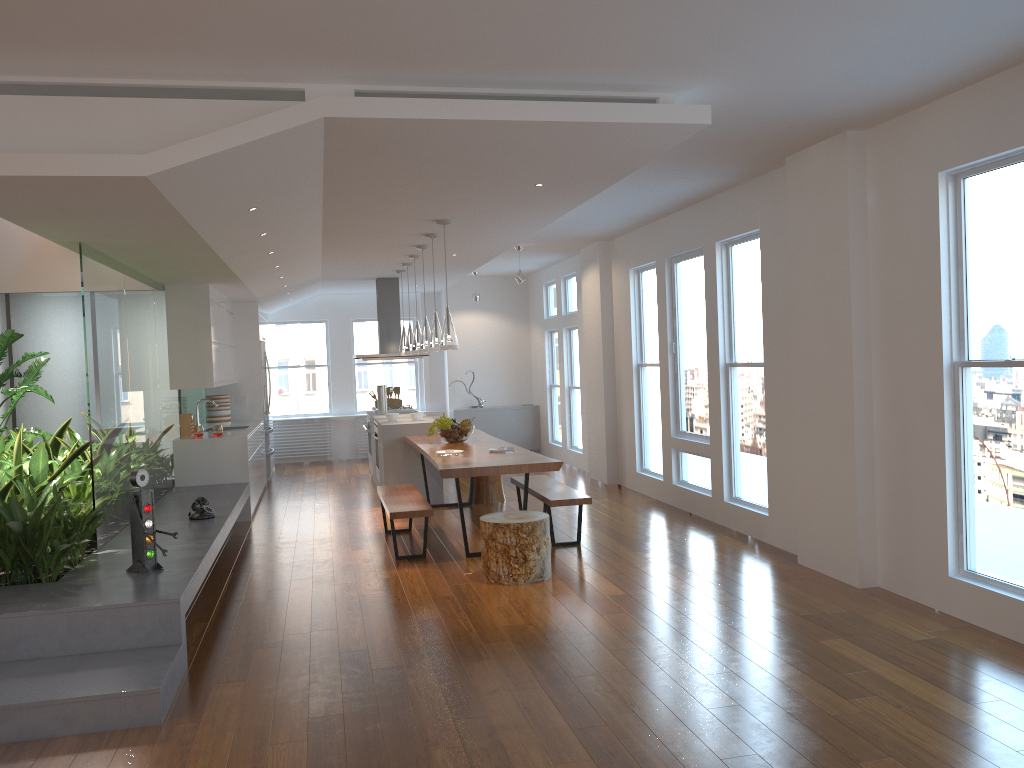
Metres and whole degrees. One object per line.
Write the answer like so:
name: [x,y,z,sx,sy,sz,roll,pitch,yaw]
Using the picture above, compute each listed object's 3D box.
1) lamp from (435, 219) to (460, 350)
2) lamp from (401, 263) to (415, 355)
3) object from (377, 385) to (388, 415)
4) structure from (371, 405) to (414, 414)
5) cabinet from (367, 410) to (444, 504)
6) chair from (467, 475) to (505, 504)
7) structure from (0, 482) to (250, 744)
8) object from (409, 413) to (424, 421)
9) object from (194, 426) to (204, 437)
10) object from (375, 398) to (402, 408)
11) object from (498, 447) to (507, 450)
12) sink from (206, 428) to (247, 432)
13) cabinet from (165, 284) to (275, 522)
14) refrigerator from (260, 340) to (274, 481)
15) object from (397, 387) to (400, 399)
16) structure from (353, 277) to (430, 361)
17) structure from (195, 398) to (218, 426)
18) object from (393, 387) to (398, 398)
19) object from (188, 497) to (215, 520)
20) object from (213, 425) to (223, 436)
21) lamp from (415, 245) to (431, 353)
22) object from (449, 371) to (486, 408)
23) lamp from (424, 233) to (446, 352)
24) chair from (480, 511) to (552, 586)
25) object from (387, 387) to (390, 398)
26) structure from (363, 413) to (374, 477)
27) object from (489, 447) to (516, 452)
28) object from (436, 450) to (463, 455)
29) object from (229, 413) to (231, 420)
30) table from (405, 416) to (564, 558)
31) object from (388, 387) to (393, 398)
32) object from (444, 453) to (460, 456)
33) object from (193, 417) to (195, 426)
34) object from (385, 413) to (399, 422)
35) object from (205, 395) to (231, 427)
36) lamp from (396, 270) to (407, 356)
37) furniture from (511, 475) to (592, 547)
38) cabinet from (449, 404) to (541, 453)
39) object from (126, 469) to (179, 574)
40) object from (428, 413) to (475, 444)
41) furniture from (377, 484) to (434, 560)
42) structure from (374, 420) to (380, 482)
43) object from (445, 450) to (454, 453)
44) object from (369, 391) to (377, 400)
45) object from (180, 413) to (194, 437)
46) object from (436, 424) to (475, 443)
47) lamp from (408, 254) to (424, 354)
lamp: [-0.503,-0.793,6.805,0.160,1.060,0.160,-2,2,15]
lamp: [-1.116,-0.849,9.630,0.160,1.060,0.160,-2,2,15]
object: [-1.575,0.193,10.847,0.120,0.356,0.172,-1,2,36]
structure: [-1.527,0.319,11.329,0.520,0.073,0.650,-3,2,-12]
cabinet: [-1.316,0.788,10.442,0.597,0.832,2.936,-3,2,-12]
chair: [-0.272,0.978,9.113,0.396,0.455,0.402,-3,2,-22]
structure: [-3.547,1.241,6.051,3.088,0.386,5.584,-3,2,-12]
object: [-1.008,0.349,9.396,0.152,0.082,0.152,-1,2,38]
object: [-3.038,0.459,8.599,0.094,0.106,0.094,-2,2,-7]
object: [-1.637,0.267,11.760,0.353,0.157,0.084,-3,2,-12]
object: [-0.079,0.529,7.190,0.079,0.030,0.070,-1,2,31]
sink: [-3.087,0.606,9.602,0.449,0.192,0.666,-3,2,-12]
cabinet: [-3.345,0.154,10.594,0.676,2.280,4.565,-3,2,-12]
refrigerator: [-3.441,0.352,11.337,0.725,1.772,0.908,-3,2,-12]
object: [-1.510,0.183,11.796,0.057,0.294,0.030,-3,2,-12]
structure: [-1.572,-1.010,11.264,0.909,1.405,0.900,-3,2,-12]
structure: [-3.291,0.417,9.583,0.248,0.536,0.115,-3,2,-12]
object: [-1.542,0.185,11.771,0.068,0.298,0.039,-3,2,-12]
object: [-2.292,0.908,6.497,0.181,0.155,0.216,-1,2,42]
object: [-2.851,0.452,8.592,0.094,0.106,0.094,-2,2,-7]
lamp: [-0.810,-0.821,8.218,0.160,1.060,0.160,-2,2,15]
object: [-0.645,0.082,13.243,0.590,0.563,0.210,-4,2,-41]
lamp: [-0.656,-0.807,7.511,0.160,1.060,0.160,-2,2,15]
chair: [0.024,1.080,5.888,0.460,0.400,0.460,-2,2,-2]
object: [-1.642,0.188,11.767,0.061,0.299,0.040,-3,2,-15]
structure: [-1.549,0.747,11.321,0.649,0.735,0.890,-3,2,-12]
object: [-0.079,0.535,7.191,0.222,0.020,0.222,-3,2,-20]
object: [-0.501,0.553,7.148,0.222,0.020,0.222,-1,2,28]
object: [-3.468,0.385,10.506,0.265,0.196,0.284,-1,2,30]
table: [-0.690,0.864,9.151,0.893,0.704,5.996,-3,2,-12]
object: [-1.604,0.187,11.755,0.057,0.299,0.019,-3,2,-12]
object: [-0.486,0.560,7.014,0.149,0.014,0.044,-3,2,-14]
object: [-3.274,0.427,9.079,0.100,0.170,0.173,-3,2,-11]
object: [-1.278,0.358,9.464,0.152,0.082,0.152,-1,2,27]
object: [-3.356,0.308,10.134,0.267,0.356,0.266,-2,2,13]
lamp: [-1.270,-0.864,10.337,0.160,1.060,0.160,-2,2,15]
furniture: [0.300,1.037,7.318,0.316,0.389,1.433,-3,2,-12]
cabinet: [-0.253,0.707,13.385,1.309,0.725,0.420,-3,2,-12]
object: [-1.952,0.741,4.811,0.318,0.565,0.134,-2,2,24]
object: [-0.548,0.400,8.147,0.292,0.284,0.394,-1,2,42]
furniture: [-0.864,1.091,7.066,0.316,0.389,1.433,-3,2,-12]
structure: [-1.493,0.742,9.888,0.072,0.648,0.644,-3,2,-12]
object: [-0.501,0.547,7.148,0.079,0.030,0.070,-1,2,41]
object: [-1.793,0.212,11.733,0.199,0.259,0.016,-2,2,-2]
object: [-3.236,0.406,8.833,0.104,0.222,0.200,-3,2,-12]
object: [-0.517,0.462,8.140,0.360,0.159,0.360,-1,2,41]
lamp: [-0.963,-0.835,8.924,0.160,1.060,0.160,-2,2,15]
